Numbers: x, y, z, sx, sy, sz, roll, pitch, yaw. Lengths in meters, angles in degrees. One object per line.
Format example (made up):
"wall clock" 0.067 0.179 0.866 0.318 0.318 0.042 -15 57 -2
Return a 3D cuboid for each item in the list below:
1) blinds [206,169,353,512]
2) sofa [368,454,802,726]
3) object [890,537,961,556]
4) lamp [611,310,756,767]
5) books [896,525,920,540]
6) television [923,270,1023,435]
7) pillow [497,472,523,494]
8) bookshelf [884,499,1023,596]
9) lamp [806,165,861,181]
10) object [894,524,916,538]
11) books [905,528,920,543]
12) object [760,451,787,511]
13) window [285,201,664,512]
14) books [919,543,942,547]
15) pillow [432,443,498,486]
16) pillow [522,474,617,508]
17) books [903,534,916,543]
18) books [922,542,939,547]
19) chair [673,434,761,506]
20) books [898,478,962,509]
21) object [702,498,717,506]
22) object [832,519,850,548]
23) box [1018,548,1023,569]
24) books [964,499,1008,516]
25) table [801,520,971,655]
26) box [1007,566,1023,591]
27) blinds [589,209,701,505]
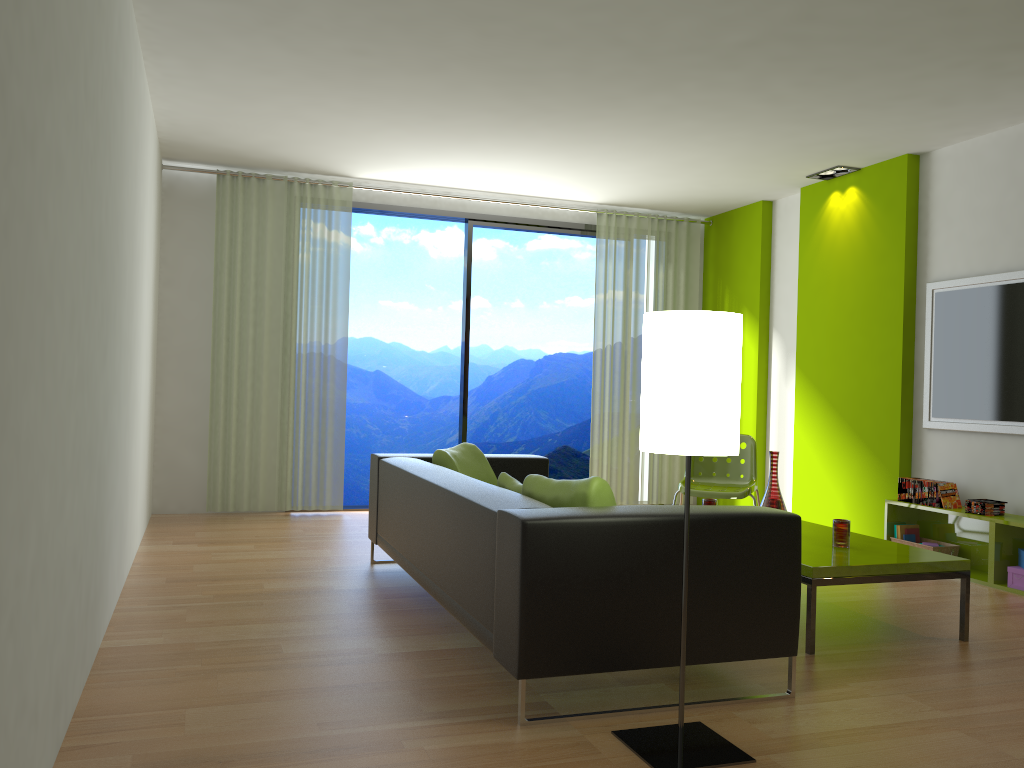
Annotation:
"blinds" -1.773 -0.312 6.808 1.012 2.568 0.067 2 0 -19
"sofa" 0.101 0.726 4.032 1.061 0.639 2.583 2 0 -19
"object" 2.549 1.037 5.481 0.213 0.129 0.367 2 0 -19
"lamp" 0.504 0.423 2.549 0.302 1.244 0.295 2 0 -19
"books" 2.509 0.992 5.607 0.158 0.202 0.051 2 0 -19
"television" 2.925 -0.180 5.003 0.028 0.941 1.537 2 0 -19
"pillow" 0.082 0.531 3.604 0.164 0.317 0.380 2 0 -36
"bookshelf" 2.790 0.935 4.944 0.306 0.378 1.630 2 0 -19
"lamp" 2.304 -1.573 6.365 0.192 0.131 0.352 2 0 -19
"object" 2.501 0.993 5.630 0.158 0.200 0.040 2 0 -19
"books" 2.527 1.003 5.590 0.105 0.182 0.031 2 0 -19
"object" 1.290 0.532 4.380 0.168 0.400 0.168 2 0 -33
"window" -0.198 -0.178 7.594 3.336 2.498 0.219 2 0 -19
"books" 2.574 1.001 5.420 0.143 0.025 0.182 2 0 -19
"pillow" -0.268 0.509 4.824 0.269 0.362 0.399 1 0 29
"pillow" 0.224 0.518 3.237 0.210 0.403 0.457 2 0 -33
"books" 2.496 1.019 5.565 0.086 0.148 0.025 2 0 -19
"books" 2.567 0.985 5.437 0.087 0.008 0.110 2 0 21
"chair" 1.345 0.710 5.806 0.640 0.759 0.546 2 0 19
"books" 2.575 0.671 5.465 0.147 0.150 0.370 2 0 -19
"object" 1.039 0.668 4.665 0.076 0.122 0.075 2 0 15
"object" 1.489 0.677 4.012 0.075 0.122 0.076 1 0 36
"box" 2.802 0.947 4.775 0.102 0.093 0.138 2 0 16
"books" 2.708 0.706 5.080 0.164 0.078 0.172 2 0 -21
"table" 1.286 0.905 4.427 0.810 0.349 1.682 2 0 -19
"box" 2.790 1.051 4.780 0.202 0.116 0.135 2 0 -24
"blinds" 1.172 -0.220 7.833 1.012 2.568 0.067 2 0 -19
